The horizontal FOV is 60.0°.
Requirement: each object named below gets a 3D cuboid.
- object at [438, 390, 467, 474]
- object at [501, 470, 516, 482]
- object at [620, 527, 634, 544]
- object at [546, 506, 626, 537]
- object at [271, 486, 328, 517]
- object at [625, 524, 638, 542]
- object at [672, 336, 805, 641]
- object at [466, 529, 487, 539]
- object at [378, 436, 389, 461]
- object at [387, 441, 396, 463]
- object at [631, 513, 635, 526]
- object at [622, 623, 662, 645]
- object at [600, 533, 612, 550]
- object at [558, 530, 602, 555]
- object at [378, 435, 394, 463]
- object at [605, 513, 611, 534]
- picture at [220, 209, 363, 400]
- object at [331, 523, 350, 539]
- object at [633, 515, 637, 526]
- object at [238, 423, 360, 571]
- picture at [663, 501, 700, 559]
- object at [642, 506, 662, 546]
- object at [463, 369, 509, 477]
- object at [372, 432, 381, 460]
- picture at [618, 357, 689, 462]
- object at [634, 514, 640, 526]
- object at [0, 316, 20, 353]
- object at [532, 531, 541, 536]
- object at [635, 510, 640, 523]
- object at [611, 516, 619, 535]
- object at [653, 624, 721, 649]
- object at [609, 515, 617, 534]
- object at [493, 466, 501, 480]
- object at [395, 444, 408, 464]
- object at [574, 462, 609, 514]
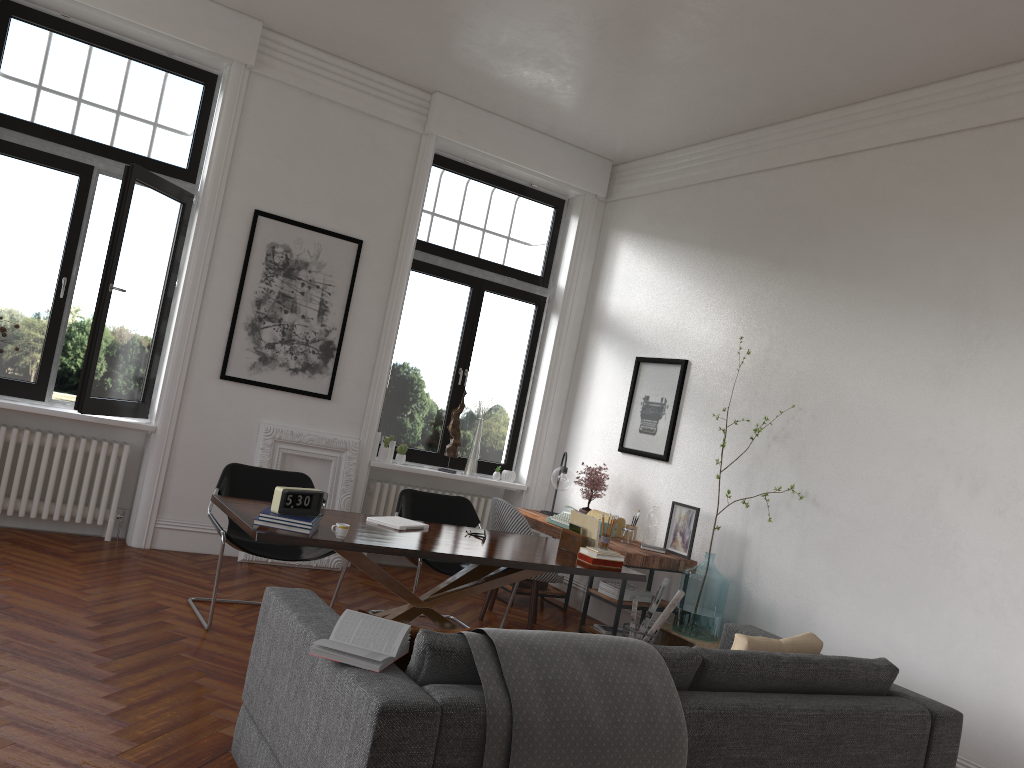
[{"bbox_3d":[-0.505,0.417,7.870,0.165,0.753,0.143,11,-1,13],"label":"object"},{"bbox_3d":[-0.034,0.858,8.263,0.132,0.097,0.135,10,-2,30],"label":"object"},{"bbox_3d":[0.851,1.121,6.560,0.093,0.101,0.093,13,-2,-38],"label":"object"},{"bbox_3d":[0.545,1.044,6.864,0.485,0.149,0.534,13,-3,-31],"label":"object"},{"bbox_3d":[-1.020,0.569,4.272,0.081,0.125,0.276,10,-2,34],"label":"object"},{"bbox_3d":[0.902,1.134,6.756,0.058,0.113,0.075,12,-2,-30],"label":"object"},{"bbox_3d":[1.568,0.699,5.867,0.806,2.057,0.354,10,-2,41],"label":"object"},{"bbox_3d":[-0.191,0.878,5.241,0.132,0.047,0.115,10,-2,23],"label":"object"},{"bbox_3d":[-1.102,0.555,7.588,0.051,0.213,0.051,11,-1,5],"label":"object"},{"bbox_3d":[-1.037,0.581,7.600,0.051,0.188,0.051,11,-1,5],"label":"object"},{"bbox_3d":[0.913,1.088,6.776,0.008,0.207,0.054,11,-1,26],"label":"object"},{"bbox_3d":[0.835,1.767,5.858,0.260,0.304,0.261,11,-2,25],"label":"object"},{"bbox_3d":[0.543,0.919,5.166,0.058,0.091,0.058,13,-2,-43],"label":"object"},{"bbox_3d":[0.419,0.945,5.401,0.150,0.166,0.228,12,-2,-30],"label":"object"},{"bbox_3d":[-1.070,0.543,7.506,0.098,0.244,0.103,10,-2,38],"label":"object"},{"bbox_3d":[0.557,0.853,5.194,0.008,0.195,0.032,11,-1,14],"label":"object"},{"bbox_3d":[-1.715,-0.601,6.967,0.884,1.323,0.035,12,-1,-30],"label":"picture"},{"bbox_3d":[-0.818,0.697,4.213,0.082,0.065,0.064,12,-2,-9],"label":"object"},{"bbox_3d":[0.925,1.091,6.778,0.054,0.207,0.008,13,-2,-42],"label":"object"},{"bbox_3d":[-1.666,0.909,7.026,0.831,1.062,0.233,12,-2,-30],"label":"object"},{"bbox_3d":[1.219,1.050,6.388,0.023,0.369,0.282,12,-2,-30],"label":"picture"},{"bbox_3d":[1.043,1.057,6.563,0.111,0.302,0.112,11,-1,7],"label":"object"},{"bbox_3d":[-0.227,0.325,7.989,0.296,1.053,0.289,12,-1,-27],"label":"object"},{"bbox_3d":[-1.166,0.529,7.572,0.051,0.238,0.051,11,-1,5],"label":"object"},{"bbox_3d":[1.139,0.190,7.194,0.050,0.815,0.633,12,-2,-30],"label":"picture"},{"bbox_3d":[0.934,1.090,6.756,0.054,0.207,0.008,10,-2,43],"label":"object"},{"bbox_3d":[-3.672,-0.221,6.088,0.317,0.599,0.543,10,-2,31],"label":"object"},{"bbox_3d":[0.146,1.287,7.385,0.173,0.110,0.173,11,-2,7],"label":"object"},{"bbox_3d":[0.941,1.076,6.769,0.028,0.239,0.023,12,-1,-33],"label":"object"},{"bbox_3d":[0.583,0.858,5.170,0.044,0.194,0.008,11,-1,1],"label":"object"},{"bbox_3d":[1.188,1.834,5.953,0.342,0.316,0.434,12,-2,-30],"label":"object"},{"bbox_3d":[0.579,0.857,5.181,0.038,0.195,0.008,11,-1,-3],"label":"object"},{"bbox_3d":[-0.135,0.812,8.105,0.072,0.134,0.072,11,-1,-4],"label":"object"},{"bbox_3d":[-0.956,0.604,7.704,0.097,0.185,0.099,12,-1,-7],"label":"object"},{"bbox_3d":[0.642,0.891,7.292,0.289,0.528,0.309,11,-2,15],"label":"object"}]
